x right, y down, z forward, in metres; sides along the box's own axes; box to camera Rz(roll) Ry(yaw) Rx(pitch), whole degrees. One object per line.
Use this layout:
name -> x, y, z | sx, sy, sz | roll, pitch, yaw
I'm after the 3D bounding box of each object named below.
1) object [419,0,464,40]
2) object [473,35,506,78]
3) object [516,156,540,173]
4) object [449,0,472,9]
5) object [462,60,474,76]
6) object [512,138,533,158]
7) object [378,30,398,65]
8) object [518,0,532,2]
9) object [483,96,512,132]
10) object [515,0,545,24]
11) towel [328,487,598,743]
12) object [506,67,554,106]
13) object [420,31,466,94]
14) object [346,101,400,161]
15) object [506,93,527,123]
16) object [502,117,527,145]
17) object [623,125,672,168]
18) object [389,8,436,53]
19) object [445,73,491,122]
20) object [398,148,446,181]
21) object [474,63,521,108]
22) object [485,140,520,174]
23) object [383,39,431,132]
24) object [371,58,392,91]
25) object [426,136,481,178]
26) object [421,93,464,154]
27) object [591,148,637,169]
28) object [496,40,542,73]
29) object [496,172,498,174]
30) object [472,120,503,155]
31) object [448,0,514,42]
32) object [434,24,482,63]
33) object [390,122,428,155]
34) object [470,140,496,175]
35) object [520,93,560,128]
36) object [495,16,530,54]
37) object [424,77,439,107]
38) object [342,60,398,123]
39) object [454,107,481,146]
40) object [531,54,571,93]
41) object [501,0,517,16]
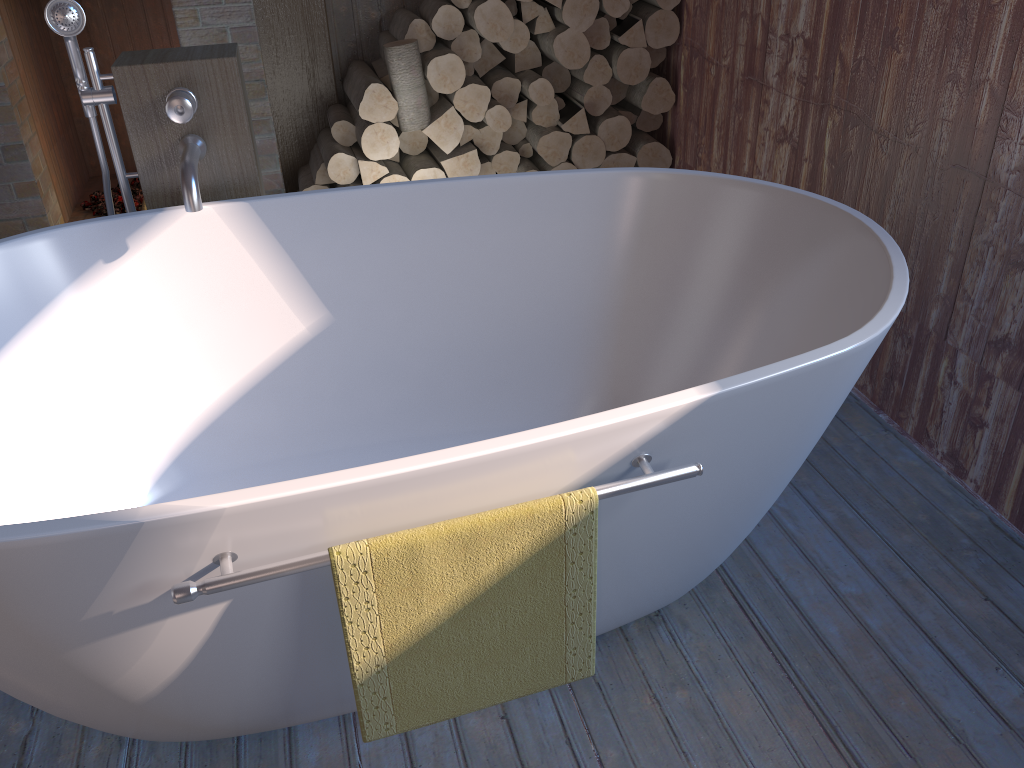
object -> -0.255, -1.321, 3.181 | 0.115, 0.123, 0.291 | -9, 31, -11
object -> -0.124, -1.276, 3.372 | 0.128, 0.150, 0.323 | -9, 31, -11
object -> 0.029, -0.873, 3.531 | 0.102, 0.109, 0.438 | -9, 31, -11
object -> -0.210, -1.415, 3.159 | 0.106, 0.112, 0.282 | -9, 31, -11
object -> -0.192, -1.193, 3.295 | 0.064, 0.068, 0.174 | -10, 31, -12
object -> 0.033, -0.938, 3.482 | 0.057, 0.061, 0.156 | -10, 31, -12
object -> -0.427, -1.242, 3.314 | 0.108, 0.113, 0.302 | -9, 31, -11
object -> -0.006, -1.476, 3.181 | 0.138, 0.147, 0.440 | -9, 31, -11
object -> -0.110, -1.061, 3.380 | 0.098, 0.100, 0.437 | -10, 32, -13
object -> 0.041, -1.385, 3.242 | 0.088, 0.092, 0.280 | -9, 31, -11
towel -> -0.053, 0.333, 1.266 | 0.370, 0.361, 0.032 | -11, 32, -15
object -> 0.044, -1.156, 3.375 | 0.098, 0.100, 0.437 | -10, 32, -13
object -> -0.282, -1.187, 3.260 | 0.138, 0.147, 0.440 | -9, 31, -11
object -> -0.526, -0.962, 3.314 | 0.137, 0.133, 0.437 | -10, 32, -13
object -> -0.022, -1.077, 3.405 | 0.086, 0.089, 0.279 | -10, 32, -13
object -> -0.035, -1.049, 3.531 | 0.121, 0.124, 0.291 | -9, 31, -11
object -> 0.500, -0.982, 3.623 | 0.147, 0.152, 0.439 | -9, 31, -11
object -> -0.367, -1.289, 3.224 | 0.114, 0.113, 0.301 | -11, 32, -14
object -> -0.197, -1.115, 3.346 | 0.139, 0.148, 0.458 | -9, 31, -11
object -> -0.364, -0.833, 3.438 | 0.137, 0.133, 0.437 | -10, 32, -13
object -> -0.056, -1.139, 3.360 | 0.114, 0.120, 0.303 | -9, 31, -11
object -> -0.059, -0.908, 3.494 | 0.114, 0.120, 0.303 | -9, 31, -11
object -> -0.364, -1.047, 3.112 | 0.147, 0.298, 0.109 | -8, 31, -9
object -> -0.464, -1.163, 3.346 | 0.099, 0.093, 0.280 | -9, 31, -11
object -> -0.255, -0.898, 3.464 | 0.151, 0.150, 0.483 | -10, 32, -13
object -> -0.314, -1.018, 3.377 | 0.155, 0.174, 0.483 | -10, 32, -13
object -> 0.342, -0.933, 3.634 | 0.169, 0.152, 0.481 | -9, 31, -12
object -> 0.021, -1.288, 3.411 | 0.104, 0.127, 0.321 | -9, 31, -11
object -> -0.060, -0.796, 3.558 | 0.137, 0.133, 0.437 | -10, 32, -13
object -> -0.124, -0.985, 3.436 | 0.114, 0.120, 0.303 | -9, 31, -11
object -> -0.123, -1.346, 3.213 | 0.141, 0.143, 0.437 | -10, 32, -13
object -> -0.201, -1.262, 3.252 | 0.111, 0.113, 0.301 | -10, 31, -12
object -> -0.407, -0.990, 3.454 | 0.115, 0.123, 0.291 | -9, 31, -11
object -> -0.149, -0.864, 3.500 | 0.111, 0.118, 0.302 | -10, 31, -12
object -> 0.084, -1.082, 3.437 | 0.111, 0.113, 0.301 | -10, 32, -13
object -> -0.026, -1.306, 3.264 | 0.115, 0.123, 0.291 | -9, 31, -11
object -> -0.363, -1.137, 3.375 | 0.121, 0.124, 0.291 | -9, 31, -11
object -> -0.528, -1.080, 3.258 | 0.139, 0.137, 0.455 | -10, 32, -13
object -> -0.191, -0.995, 3.394 | 0.088, 0.092, 0.280 | -9, 31, -11
object -> 0.127, -1.231, 3.477 | 0.116, 0.118, 0.289 | -11, 32, -14
object -> -0.029, -1.373, 3.209 | 0.057, 0.061, 0.156 | -10, 31, -12
